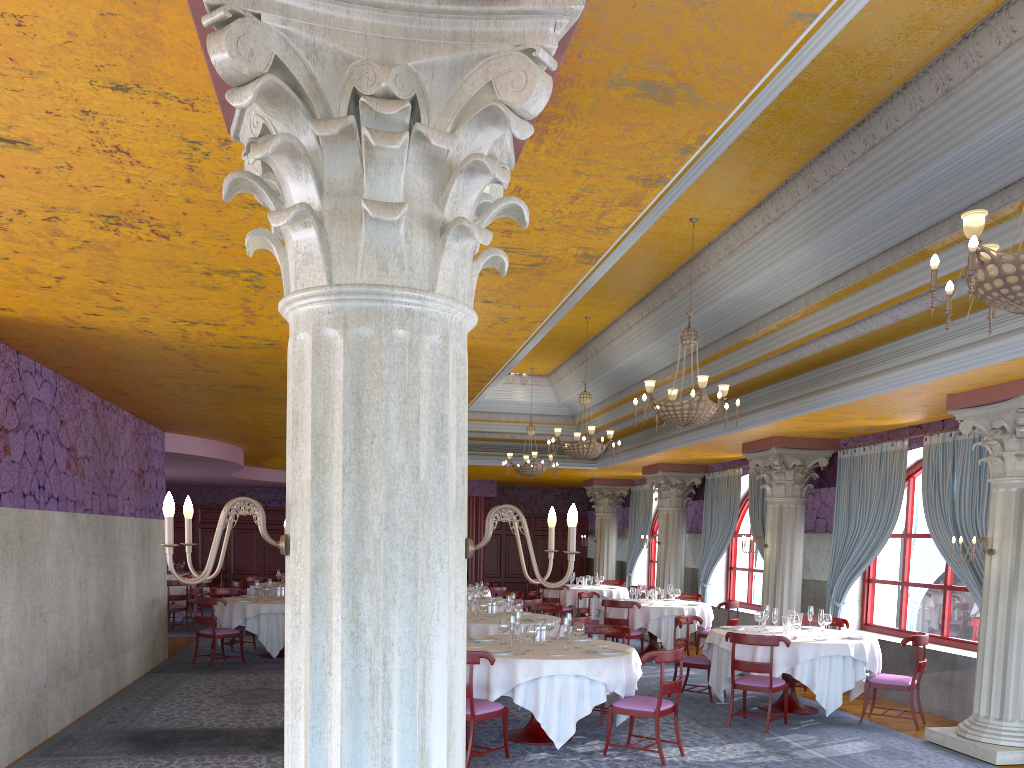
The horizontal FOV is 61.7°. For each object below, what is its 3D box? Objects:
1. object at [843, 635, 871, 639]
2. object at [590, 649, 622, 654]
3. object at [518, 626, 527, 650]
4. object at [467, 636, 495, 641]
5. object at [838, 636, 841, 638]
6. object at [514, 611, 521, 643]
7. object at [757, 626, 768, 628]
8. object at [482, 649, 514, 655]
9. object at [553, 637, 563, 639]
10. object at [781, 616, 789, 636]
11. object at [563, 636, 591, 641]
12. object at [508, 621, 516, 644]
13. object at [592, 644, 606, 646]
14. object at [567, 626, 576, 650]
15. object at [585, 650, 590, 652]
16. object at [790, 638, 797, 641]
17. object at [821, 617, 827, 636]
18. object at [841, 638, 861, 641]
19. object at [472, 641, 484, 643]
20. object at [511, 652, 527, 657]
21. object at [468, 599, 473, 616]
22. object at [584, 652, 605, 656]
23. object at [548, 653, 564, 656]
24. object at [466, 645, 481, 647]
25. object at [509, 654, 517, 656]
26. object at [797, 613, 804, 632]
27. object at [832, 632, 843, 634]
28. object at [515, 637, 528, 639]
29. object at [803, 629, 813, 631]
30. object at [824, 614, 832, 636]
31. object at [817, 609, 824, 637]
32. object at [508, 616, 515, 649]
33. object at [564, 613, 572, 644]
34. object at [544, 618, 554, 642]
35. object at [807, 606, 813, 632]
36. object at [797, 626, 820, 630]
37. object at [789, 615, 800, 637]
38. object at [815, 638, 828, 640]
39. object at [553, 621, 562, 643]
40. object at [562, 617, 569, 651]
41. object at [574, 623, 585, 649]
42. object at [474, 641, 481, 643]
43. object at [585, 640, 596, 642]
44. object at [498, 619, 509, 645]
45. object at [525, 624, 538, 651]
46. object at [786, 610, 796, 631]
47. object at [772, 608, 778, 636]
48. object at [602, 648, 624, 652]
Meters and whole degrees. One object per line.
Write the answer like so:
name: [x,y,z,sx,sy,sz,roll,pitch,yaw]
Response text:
object: [4.132,3.040,10.262,0.313,0.024,0.317,0,-10,9]
object: [0.929,2.650,8.473,0.313,0.024,0.317,0,-10,9]
object: [0.107,2.547,8.586,0.086,0.240,0.084,1,3,-8]
object: [-0.339,2.777,9.328,0.313,0.024,0.317,0,-10,9]
object: [3.948,3.058,10.347,0.029,0.011,0.140,-5,-12,36]
object: [0.059,2.605,9.187,0.074,0.340,0.072,0,5,-19]
object: [3.315,3.228,11.358,0.158,0.009,0.160,0,-10,9]
object: [-0.135,2.590,8.268,0.313,0.024,0.317,0,-10,9]
object: [0.533,2.851,9.622,0.054,0.020,0.259,-5,-12,38]
object: [3.309,2.938,10.376,0.085,0.240,0.084,-1,4,-30]
object: [0.725,2.836,9.533,0.314,0.024,0.315,7,-12,-30]
object: [-0.008,2.634,9.080,0.085,0.240,0.084,-1,4,-30]
object: [0.926,2.765,9.070,0.159,0.009,0.160,3,-10,-10]
object: [0.603,2.579,8.702,0.085,0.240,0.084,2,3,14]
object: [0.746,2.668,8.557,0.029,0.011,0.140,-5,-12,36]
object: [3.259,2.971,9.969,0.054,0.020,0.259,-5,-12,38]
object: [3.805,2.969,10.491,0.085,0.240,0.084,-1,4,-30]
object: [4.010,3.019,10.124,0.232,0.013,0.028,-6,-10,34]
object: [-0.409,2.758,9.170,0.253,0.003,0.022,-6,-12,33]
object: [0.057,2.581,8.179,0.054,0.020,0.259,-5,-12,38]
object: [-0.596,3.187,12.223,0.086,0.240,0.084,1,3,-8]
object: [0.808,2.629,8.335,0.232,0.013,0.028,-6,-10,34]
object: [0.424,2.609,8.259,0.159,0.009,0.160,3,-10,-10]
object: [-0.389,2.681,8.758,0.159,0.009,0.160,3,-10,-10]
object: [0.024,2.593,8.200,0.022,0.003,0.256,-5,-12,33]
object: [3.690,3.055,10.985,0.085,0.240,0.084,2,3,14]
object: [4.128,3.155,10.860,0.158,0.009,0.160,0,-10,9]
object: [0.113,2.837,9.569,0.159,0.009,0.160,3,-10,-10]
object: [3.843,3.199,11.140,0.139,0.011,0.030,-6,-11,37]
object: [3.885,2.973,10.576,0.122,0.268,0.121,0,2,-19]
object: [3.740,2.898,10.377,0.074,0.340,0.072,0,5,-19]
object: [-0.003,2.507,8.648,0.074,0.340,0.072,0,5,-19]
object: [0.600,2.606,9.126,0.074,0.340,0.072,0,5,-19]
object: [0.402,2.664,9.274,0.122,0.268,0.121,2,3,26]
object: [3.802,2.996,10.915,0.073,0.340,0.073,3,5,26]
object: [3.928,3.227,11.322,0.313,0.024,0.316,3,-10,-10]
object: [3.395,2.912,10.295,0.122,0.268,0.121,1,2,3]
object: [3.627,2.999,10.049,0.159,0.009,0.160,3,-10,-10]
object: [0.488,2.665,9.196,0.085,0.240,0.084,-1,4,-30]
object: [0.538,2.508,8.587,0.074,0.340,0.072,0,5,-19]
object: [0.683,2.582,8.787,0.122,0.268,0.121,0,2,-19]
object: [-0.428,2.743,9.136,0.257,0.020,0.055,-7,-12,38]
object: [0.864,2.824,9.413,0.027,0.013,0.234,-4,-11,34]
object: [-0.088,2.603,8.994,0.122,0.268,0.121,0,2,-19]
object: [0.193,2.521,8.506,0.122,0.268,0.121,1,2,3]
object: [3.605,3.054,11.064,0.122,0.268,0.121,0,2,-19]
object: [3.200,2.897,10.437,0.073,0.340,0.073,3,5,26]
object: [1.018,2.689,8.665,0.257,0.020,0.055,-7,-12,38]
